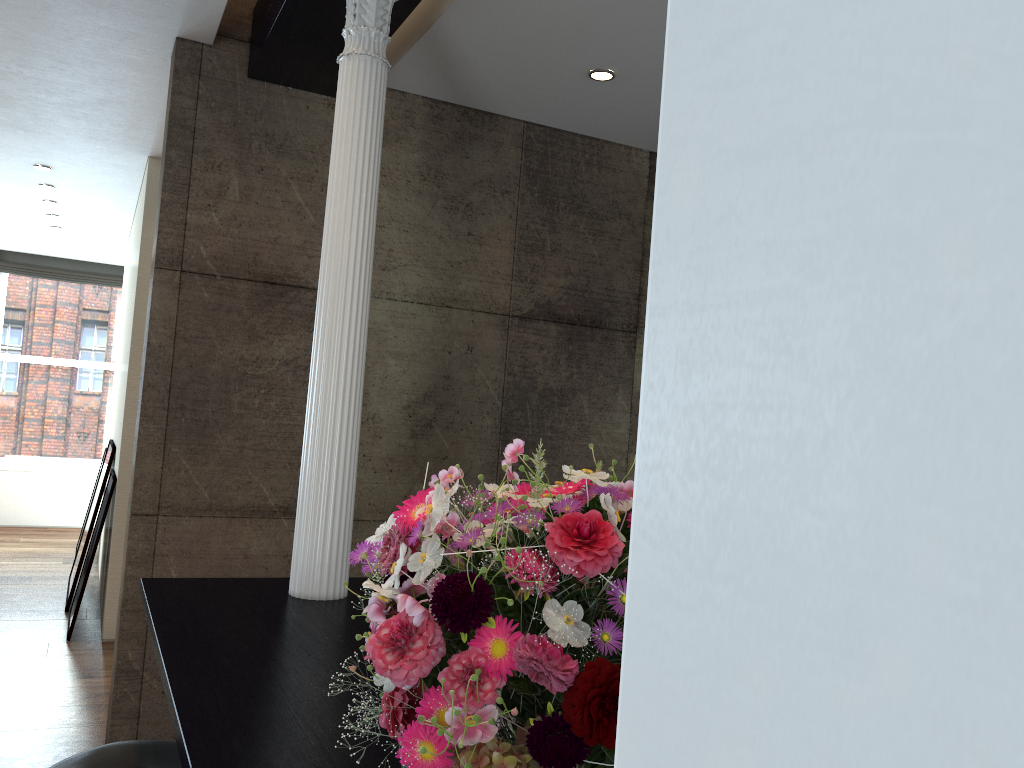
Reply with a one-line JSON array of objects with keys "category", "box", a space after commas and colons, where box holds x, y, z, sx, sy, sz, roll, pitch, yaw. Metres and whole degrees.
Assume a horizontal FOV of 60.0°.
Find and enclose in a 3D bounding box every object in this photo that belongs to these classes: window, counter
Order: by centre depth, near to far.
[{"category": "counter", "box": [0.081, 0.653, 1.310, 1.000, 0.040, 3.700, 6, -3, -25]}, {"category": "window", "box": [-5.090, -0.219, 10.086, 1.563, 2.400, 0.123, 6, -3, -25]}]

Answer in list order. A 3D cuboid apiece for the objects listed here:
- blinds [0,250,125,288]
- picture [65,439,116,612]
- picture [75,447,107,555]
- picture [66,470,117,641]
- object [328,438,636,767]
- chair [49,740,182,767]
[{"category": "blinds", "box": [-4.979, -1.284, 10.080, 1.563, 0.275, 0.156, 6, -3, -25]}, {"category": "picture", "box": [-3.152, 1.004, 6.639, 0.225, 1.140, 1.183, 6, -3, -25]}, {"category": "picture", "box": [-3.896, 1.095, 8.228, 0.195, 0.988, 0.700, 6, -3, -25]}, {"category": "picture", "box": [-2.708, 1.070, 5.719, 0.195, 0.988, 0.700, 6, -3, -25]}, {"category": "object", "box": [0.040, 0.351, 1.227, 0.570, 0.552, 0.544, 5, -3, -19]}, {"category": "chair", "box": [-4.139, 1.021, 1.214, 21.556, 0.952, 16.134, 6, -3, -25]}]
